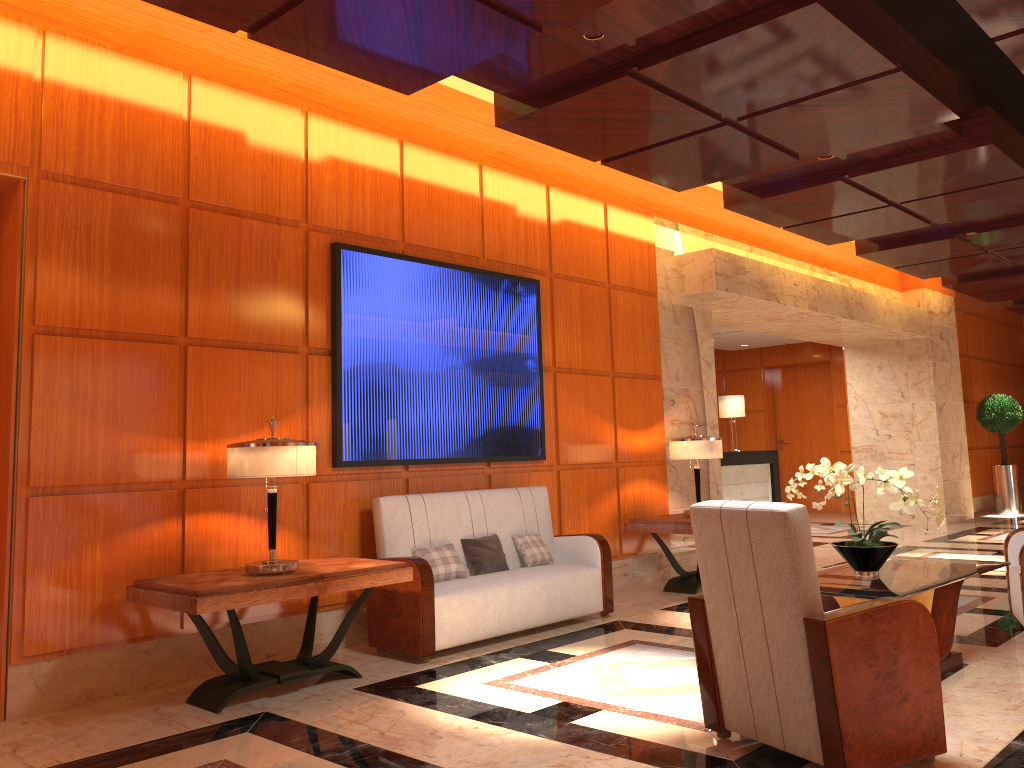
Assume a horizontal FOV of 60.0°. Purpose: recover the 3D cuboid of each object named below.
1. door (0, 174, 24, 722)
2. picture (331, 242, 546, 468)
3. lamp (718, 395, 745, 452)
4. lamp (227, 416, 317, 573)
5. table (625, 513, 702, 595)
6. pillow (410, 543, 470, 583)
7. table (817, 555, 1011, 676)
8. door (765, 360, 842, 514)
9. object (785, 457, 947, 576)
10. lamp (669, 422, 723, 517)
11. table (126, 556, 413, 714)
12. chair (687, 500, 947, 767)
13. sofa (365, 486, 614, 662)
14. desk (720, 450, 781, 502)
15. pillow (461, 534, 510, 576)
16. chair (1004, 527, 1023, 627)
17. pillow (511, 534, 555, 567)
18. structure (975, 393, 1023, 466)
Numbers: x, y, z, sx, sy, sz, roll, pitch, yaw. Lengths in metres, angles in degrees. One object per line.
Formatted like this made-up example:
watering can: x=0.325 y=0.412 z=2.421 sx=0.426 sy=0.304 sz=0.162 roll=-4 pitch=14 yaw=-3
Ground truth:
door: x=-3.086 y=0.253 z=3.892 sx=0.339 sy=2.664 sz=1.535 roll=-8 pitch=-9 yaw=43
picture: x=-0.456 y=-0.157 z=6.398 sx=0.056 sy=1.459 sz=1.993 roll=-8 pitch=-8 yaw=43
lamp: x=3.289 y=0.590 z=13.197 sx=0.372 sy=0.824 sz=0.371 roll=1 pitch=-7 yaw=-22
lamp: x=-1.251 y=0.566 z=4.627 sx=0.458 sy=0.797 sz=0.456 roll=-2 pitch=-6 yaw=5
table: x=1.660 y=1.452 z=7.698 sx=0.723 sy=0.609 sz=1.268 roll=-7 pitch=-7 yaw=43
pillow: x=-0.458 y=1.143 z=5.643 sx=0.343 sy=0.228 sz=0.194 roll=3 pitch=-8 yaw=-42
table: x=1.999 y=1.248 z=4.665 sx=1.557 sy=0.498 sz=0.720 roll=3 pitch=-7 yaw=-44
door: x=5.303 y=0.972 z=15.994 sx=1.282 sy=2.709 sz=0.340 roll=-8 pitch=-9 yaw=43
object: x=1.860 y=0.693 z=4.685 sx=0.787 sy=0.620 sz=0.416 roll=-4 pitch=-7 yaw=20
lamp: x=1.595 y=0.736 z=7.639 sx=0.458 sy=0.814 sz=0.457 roll=3 pitch=-8 yaw=-37
table: x=-1.233 y=1.288 z=4.635 sx=0.723 sy=0.609 sz=1.268 roll=-7 pitch=-7 yaw=43
chair: x=1.133 y=0.929 z=3.458 sx=0.628 sy=0.965 sz=0.735 roll=2 pitch=-7 yaw=-28
sofa: x=-0.116 y=1.187 z=5.941 sx=0.611 sy=0.937 sz=1.796 roll=-8 pitch=-8 yaw=43
desk: x=2.667 y=1.539 z=12.492 sx=0.939 sy=1.146 sz=2.921 roll=-7 pitch=-8 yaw=43
pillow: x=-0.181 y=1.153 z=5.978 sx=0.159 sy=0.254 sz=0.357 roll=-7 pitch=-8 yaw=40
chair: x=3.394 y=1.021 z=5.419 sx=0.628 sy=0.965 sz=0.735 roll=-4 pitch=-7 yaw=22
pillow: x=0.152 y=1.182 z=6.277 sx=0.273 sy=0.231 sz=0.201 roll=4 pitch=-8 yaw=-44
structure: x=8.052 y=0.999 z=14.559 sx=0.721 sy=1.720 sz=0.719 roll=-4 pitch=-7 yaw=21
